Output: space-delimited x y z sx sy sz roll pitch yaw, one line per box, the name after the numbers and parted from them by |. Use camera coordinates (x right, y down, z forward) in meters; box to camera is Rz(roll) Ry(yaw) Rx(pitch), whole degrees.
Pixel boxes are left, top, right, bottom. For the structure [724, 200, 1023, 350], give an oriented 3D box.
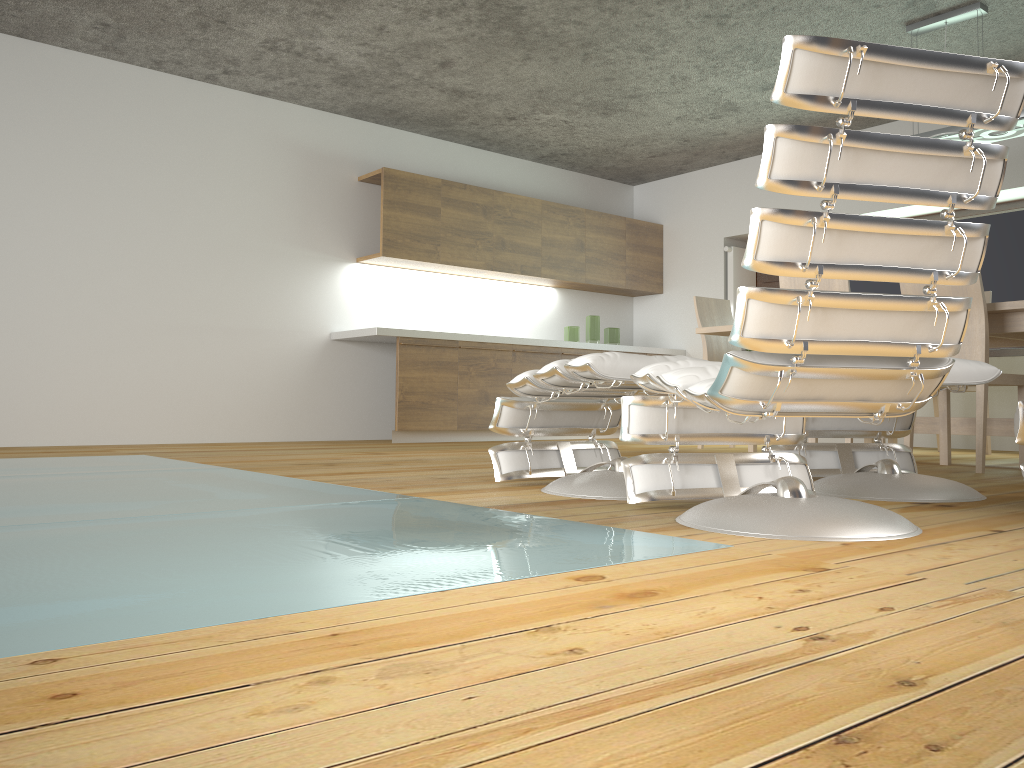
3.601 -0.752 6.125 0.525 1.155 4.872 3 -3 -40 | structure

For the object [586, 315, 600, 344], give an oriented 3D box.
0.701 -0.461 7.688 0.099 0.260 0.099 1 -3 -15 | object

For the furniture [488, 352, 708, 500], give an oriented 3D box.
0.333 0.126 2.912 0.569 0.440 0.685 2 -2 -33 | furniture

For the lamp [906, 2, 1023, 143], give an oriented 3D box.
2.403 -1.676 4.896 0.290 0.720 1.489 3 -3 -40 | lamp

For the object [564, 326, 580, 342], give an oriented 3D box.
0.519 -0.416 7.665 0.112 0.160 0.111 1 -3 -15 | object

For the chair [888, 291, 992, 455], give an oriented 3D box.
2.685 -0.074 5.537 0.506 1.019 0.404 2 -3 -29 | chair

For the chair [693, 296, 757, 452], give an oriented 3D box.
1.503 -0.079 5.816 0.404 1.019 0.506 3 -4 -37 | chair

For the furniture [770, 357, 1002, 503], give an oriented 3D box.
1.223 0.136 2.951 0.569 0.440 0.685 1 -2 -4 | furniture

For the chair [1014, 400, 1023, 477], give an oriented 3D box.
1.858 -0.140 2.261 0.569 0.970 0.913 2 -3 -30 | chair

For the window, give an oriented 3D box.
3.955 -0.781 6.035 0.012 0.980 4.184 3 -3 -40 | window

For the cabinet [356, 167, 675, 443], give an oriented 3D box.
0.206 -0.547 7.441 3.089 2.007 0.655 2 -3 -40 | cabinet

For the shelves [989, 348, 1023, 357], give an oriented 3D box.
3.579 -0.210 6.080 0.403 0.054 4.867 2 -2 -40 | shelves

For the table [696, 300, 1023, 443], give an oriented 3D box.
2.342 0.033 4.735 1.199 0.757 2.498 2 -2 -37 | table

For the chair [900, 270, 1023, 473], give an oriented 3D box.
2.087 -0.115 4.121 0.506 1.019 0.404 3 -4 -40 | chair

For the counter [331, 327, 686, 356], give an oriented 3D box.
0.128 -0.320 7.369 3.283 0.054 0.652 2 -2 -40 | counter

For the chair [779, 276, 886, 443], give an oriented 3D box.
1.686 -0.105 4.697 0.404 1.019 0.505 -2 -4 39 | chair

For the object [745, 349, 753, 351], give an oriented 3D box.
2.120 -0.289 7.792 0.112 0.160 0.111 1 -3 0 | object

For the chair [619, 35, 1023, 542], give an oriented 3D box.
0.675 -0.155 2.094 0.569 0.970 0.913 1 -2 -15 | chair

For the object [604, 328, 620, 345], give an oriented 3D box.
0.877 -0.410 7.770 0.111 0.160 0.112 1 -3 -15 | object
